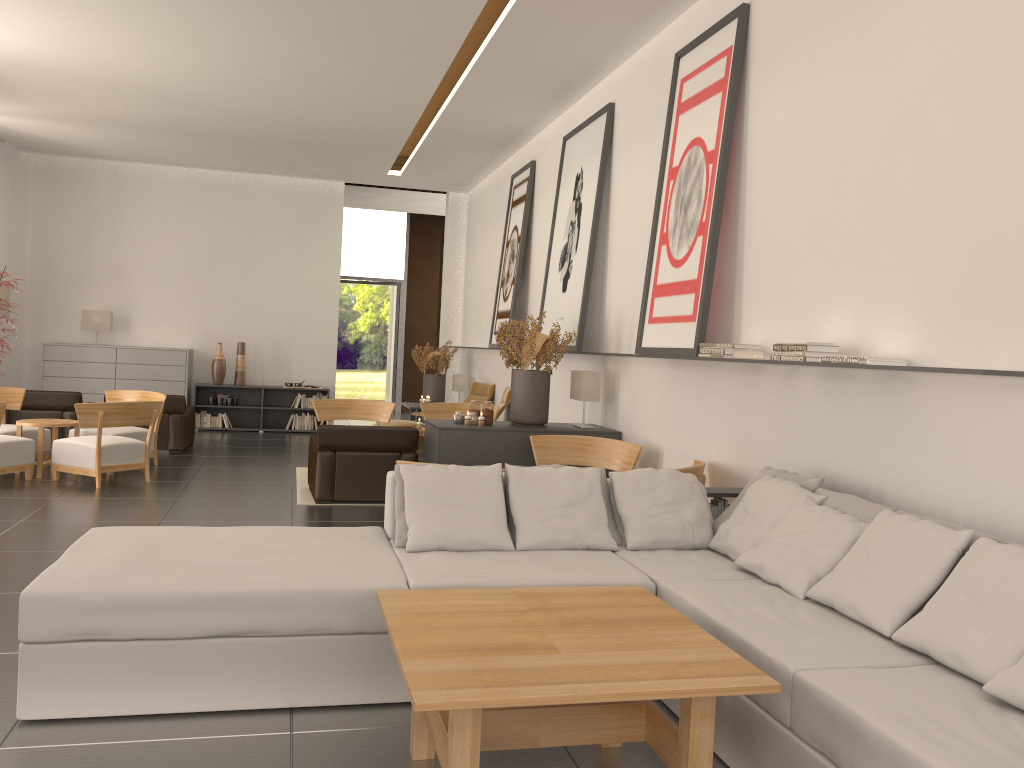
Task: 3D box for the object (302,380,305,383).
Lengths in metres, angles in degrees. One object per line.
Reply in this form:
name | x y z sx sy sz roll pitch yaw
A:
object | -5.167 -0.028 21.665 0.086 0.152 0.261 4 2 44

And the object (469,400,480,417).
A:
object | -0.496 0.358 11.697 0.157 0.325 0.158 2 1 -22

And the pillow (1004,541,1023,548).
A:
pillow | 2.564 1.142 4.387 0.549 0.581 0.919 2 2 -14

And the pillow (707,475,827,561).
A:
pillow | 1.865 1.021 6.636 0.587 0.596 0.819 2 2 -13

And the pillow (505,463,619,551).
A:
pillow | 0.367 0.949 6.861 0.801 0.595 0.596 2 2 -13

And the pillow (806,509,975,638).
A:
pillow | 2.215 1.074 5.218 0.585 0.598 0.802 2 2 -15

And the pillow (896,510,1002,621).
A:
pillow | 2.351 1.099 5.251 0.549 0.581 0.919 2 2 -14

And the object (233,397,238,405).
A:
object | -6.601 0.415 21.126 0.135 0.178 0.136 3 2 -8

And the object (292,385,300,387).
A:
object | -5.237 0.044 21.359 0.292 0.058 0.086 2 2 -27

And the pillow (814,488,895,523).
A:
pillow | 2.135 1.055 6.121 0.549 0.581 0.919 2 2 -14

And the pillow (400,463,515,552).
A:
pillow | -0.422 0.916 6.663 0.801 0.598 0.585 2 2 -15

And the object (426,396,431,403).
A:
object | -1.914 0.393 20.381 0.104 0.254 0.104 4 2 36

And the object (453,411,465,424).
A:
object | -0.694 0.437 11.567 0.157 0.158 0.158 1 2 -41

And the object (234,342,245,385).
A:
object | -6.479 -0.483 21.166 0.262 1.025 0.262 3 1 -11

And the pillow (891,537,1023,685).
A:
pillow | 2.411 1.114 4.427 0.585 0.598 0.802 2 2 -15

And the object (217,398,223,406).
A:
object | -6.852 0.414 20.823 0.135 0.178 0.136 2 2 -13

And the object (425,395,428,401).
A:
object | -1.962 0.386 20.497 0.104 0.254 0.104 4 2 36

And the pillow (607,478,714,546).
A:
pillow | 1.238 1.036 7.240 0.918 0.510 0.616 2 2 -12

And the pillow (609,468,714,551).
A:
pillow | 1.203 0.989 7.078 0.797 0.580 0.626 2 2 -13

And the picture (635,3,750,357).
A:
picture | 1.879 -2.040 9.472 0.384 3.492 1.601 3 1 -14

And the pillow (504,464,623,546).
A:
pillow | 0.396 0.963 7.009 0.919 0.591 0.558 2 2 -14

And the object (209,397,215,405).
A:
object | -7.064 0.403 20.847 0.135 0.178 0.136 2 2 -13

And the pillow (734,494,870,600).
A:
pillow | 1.978 1.079 5.981 0.590 0.562 0.804 2 2 -19

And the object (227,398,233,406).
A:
object | -6.658 0.421 20.900 0.136 0.178 0.135 1 2 -43

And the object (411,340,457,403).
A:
object | -1.886 -0.280 20.991 0.928 1.553 1.586 3 2 14

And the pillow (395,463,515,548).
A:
pillow | -0.454 0.930 6.801 0.918 0.577 0.549 2 2 -14

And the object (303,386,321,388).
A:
object | -4.858 0.068 21.549 0.405 0.034 0.293 4 3 34

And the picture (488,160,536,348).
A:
picture | -0.015 -2.426 17.120 0.384 3.492 1.601 3 1 -14

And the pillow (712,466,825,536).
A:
pillow | 1.952 0.991 6.957 0.643 0.657 0.884 2 2 -15

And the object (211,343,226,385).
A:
object | -6.886 -0.474 20.838 0.327 0.992 0.327 3 1 9

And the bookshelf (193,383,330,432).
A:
bookshelf | -5.981 0.588 21.264 3.079 1.079 0.740 2 2 -14

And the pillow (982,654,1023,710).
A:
pillow | 2.536 1.193 3.726 0.590 0.562 0.804 2 2 -19

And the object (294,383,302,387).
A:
object | -5.208 0.023 21.624 0.188 0.082 0.188 3 2 0

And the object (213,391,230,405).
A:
object | -6.893 0.339 21.027 0.413 0.309 0.142 3 1 1

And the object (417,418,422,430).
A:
object | -1.495 0.638 14.306 0.076 0.187 0.076 3 1 25

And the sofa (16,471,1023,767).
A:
sofa | 0.158 1.454 4.646 5.524 1.204 5.608 2 2 -14

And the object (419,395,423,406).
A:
object | -2.074 0.382 20.442 0.108 0.254 0.108 4 2 40

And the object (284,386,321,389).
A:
object | -5.066 0.080 21.464 0.893 0.003 0.672 2 2 -11

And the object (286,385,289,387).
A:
object | -5.414 0.044 21.361 0.112 0.040 0.034 4 2 30

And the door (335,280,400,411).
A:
door | -4.944 -1.239 29.043 2.377 4.267 0.100 3 1 1

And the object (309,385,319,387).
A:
object | -4.852 0.044 21.562 0.515 0.015 0.014 5 3 44

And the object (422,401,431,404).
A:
object | -1.959 0.424 20.358 0.207 0.187 0.111 2 2 -27

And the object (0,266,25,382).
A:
object | -9.134 -0.485 14.998 1.489 3.396 1.772 2 2 -29

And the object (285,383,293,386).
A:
object | -5.427 0.014 21.574 0.188 0.082 0.188 4 3 36

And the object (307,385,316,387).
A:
object | -4.879 0.044 21.514 0.014 0.015 0.515 2 2 -37

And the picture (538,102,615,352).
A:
picture | 0.903 -2.239 13.411 0.384 3.492 2.194 3 1 -14

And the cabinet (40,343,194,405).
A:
cabinet | -9.117 0.058 20.598 3.079 1.876 1.041 2 1 -14

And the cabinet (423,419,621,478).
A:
cabinet | 0.091 1.167 11.797 2.400 1.239 1.121 2 2 -14
